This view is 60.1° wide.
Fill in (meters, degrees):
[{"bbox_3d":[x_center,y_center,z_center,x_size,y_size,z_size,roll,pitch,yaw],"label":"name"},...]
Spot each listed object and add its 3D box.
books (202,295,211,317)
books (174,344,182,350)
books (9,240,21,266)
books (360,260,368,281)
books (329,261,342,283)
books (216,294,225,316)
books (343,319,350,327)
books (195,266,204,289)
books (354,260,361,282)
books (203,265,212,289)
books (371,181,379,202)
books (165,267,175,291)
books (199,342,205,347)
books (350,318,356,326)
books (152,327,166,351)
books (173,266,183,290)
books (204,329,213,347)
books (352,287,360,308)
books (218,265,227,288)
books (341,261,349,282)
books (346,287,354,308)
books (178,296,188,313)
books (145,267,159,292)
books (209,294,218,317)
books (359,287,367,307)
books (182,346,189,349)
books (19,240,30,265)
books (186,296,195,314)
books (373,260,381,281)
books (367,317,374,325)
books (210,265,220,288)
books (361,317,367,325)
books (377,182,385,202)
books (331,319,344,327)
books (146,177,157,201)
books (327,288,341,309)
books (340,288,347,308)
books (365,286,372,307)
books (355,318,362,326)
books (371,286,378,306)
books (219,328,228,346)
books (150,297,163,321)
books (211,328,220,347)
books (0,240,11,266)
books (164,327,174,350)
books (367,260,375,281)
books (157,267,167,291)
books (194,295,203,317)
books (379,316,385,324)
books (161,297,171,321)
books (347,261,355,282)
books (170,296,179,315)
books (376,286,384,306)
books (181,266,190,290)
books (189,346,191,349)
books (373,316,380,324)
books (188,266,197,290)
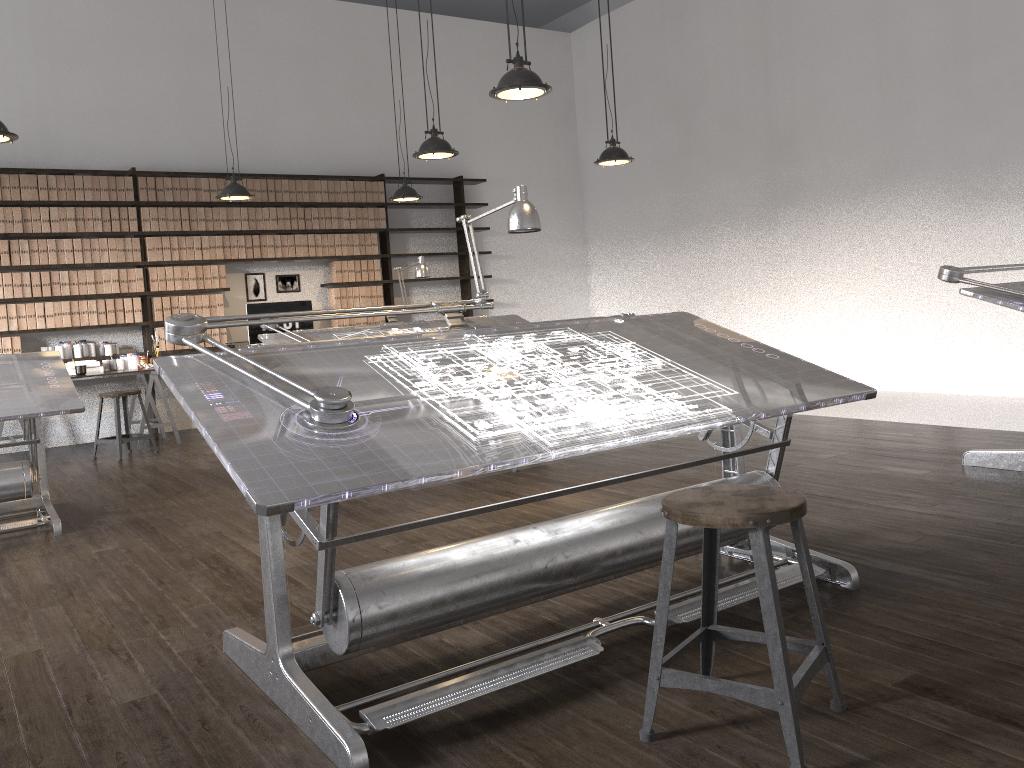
[{"bbox_3d":[-2.927,-0.732,8.419,0.067,0.225,0.174,-6,4,-33],"label":"books"},{"bbox_3d":[-3.142,-0.426,8.273,0.067,0.225,0.174,-6,4,-33],"label":"books"},{"bbox_3d":[-4.244,-1.109,7.554,0.067,0.225,0.174,-6,4,-33],"label":"books"},{"bbox_3d":[-1.585,-1.184,9.318,0.067,0.225,0.174,-6,4,-33],"label":"books"},{"bbox_3d":[-1.826,-1.153,9.163,0.067,0.225,0.174,-6,4,-33],"label":"books"},{"bbox_3d":[-2.821,-0.746,8.494,0.067,0.225,0.174,-6,4,-33],"label":"books"},{"bbox_3d":[-1.746,-0.608,9.204,0.067,0.225,0.174,-6,4,-33],"label":"books"},{"bbox_3d":[-2.980,-1.002,8.394,0.067,0.225,0.174,-6,4,-33],"label":"books"},{"bbox_3d":[-1.650,-1.176,9.281,0.067,0.225,0.174,-6,4,-33],"label":"books"},{"bbox_3d":[-2.922,-1.010,8.433,0.067,0.225,0.174,-6,4,-33],"label":"books"},{"bbox_3d":[-1.486,-2.024,9.400,0.067,0.225,0.174,-6,4,-33],"label":"books"},{"bbox_3d":[-3.201,-0.973,8.241,0.067,0.225,0.174,-6,4,-33],"label":"books"},{"bbox_3d":[-2.974,-0.448,8.386,0.067,0.225,0.174,-6,4,-33],"label":"books"},{"bbox_3d":[-1.693,-0.615,9.245,0.067,0.225,0.174,-6,4,-33],"label":"books"},{"bbox_3d":[-3.264,-0.410,8.196,0.067,0.225,0.174,-6,4,-33],"label":"books"},{"bbox_3d":[-3.142,-0.980,8.282,0.067,0.225,0.174,-6,4,-33],"label":"books"},{"bbox_3d":[-2.915,-0.456,8.432,0.067,0.225,0.174,-6,4,-33],"label":"books"},{"bbox_3d":[-1.662,-0.898,9.266,0.067,0.225,0.174,-6,4,-33],"label":"books"},{"bbox_3d":[-2.804,-1.025,8.512,0.067,0.225,0.174,-6,4,-33],"label":"books"},{"bbox_3d":[-1.767,-1.160,9.203,0.067,0.225,0.174,-6,4,-33],"label":"books"},{"bbox_3d":[-1.722,-0.890,9.231,0.067,0.225,0.174,-6,4,-33],"label":"books"},{"bbox_3d":[-3.101,-0.709,8.305,0.067,0.225,0.174,-6,4,-33],"label":"books"},{"bbox_3d":[-3.321,-0.958,8.168,0.067,0.225,0.174,-6,4,-33],"label":"books"},{"bbox_3d":[-2.874,-0.740,8.460,0.067,0.225,0.174,-6,4,-33],"label":"books"},{"bbox_3d":[-1.600,-0.905,9.304,0.067,0.225,0.174,-6,4,-33],"label":"books"},{"bbox_3d":[-3.092,-0.433,8.311,0.067,0.225,0.174,-6,4,-33],"label":"books"},{"bbox_3d":[-4.183,-1.117,7.590,0.067,0.225,0.174,-6,4,-33],"label":"books"},{"bbox_3d":[-3.045,-0.717,8.348,0.067,0.225,0.174,-6,4,-33],"label":"books"},{"bbox_3d":[-1.462,-1.200,9.404,0.067,0.225,0.174,-6,4,-33],"label":"books"},{"bbox_3d":[-1.528,-0.637,9.355,0.067,0.225,0.174,-6,4,-33],"label":"books"},{"bbox_3d":[-2.861,-1.017,8.469,0.067,0.225,0.174,-6,4,-33],"label":"books"},{"bbox_3d":[-1.584,-0.629,9.313,0.067,0.225,0.174,-6,4,-33],"label":"books"},{"bbox_3d":[-1.426,-2.031,9.435,0.067,0.225,0.174,-6,4,-33],"label":"books"},{"bbox_3d":[-1.805,-0.601,9.172,0.067,0.225,0.174,-6,4,-33],"label":"books"},{"bbox_3d":[-3.336,-1.782,8.159,0.067,0.225,0.174,-6,4,-33],"label":"books"},{"bbox_3d":[-1.835,-0.875,9.149,0.067,0.225,0.174,-6,4,-33],"label":"books"},{"bbox_3d":[-1.779,-0.883,9.191,0.067,0.225,0.174,-6,4,-33],"label":"books"},{"bbox_3d":[-1.545,-0.912,9.340,0.067,0.225,0.174,-6,4,-33],"label":"books"},{"bbox_3d":[-1.640,-0.622,9.278,0.067,0.225,0.174,-6,4,-33],"label":"books"},{"bbox_3d":[-1.495,-0.920,9.379,0.067,0.225,0.174,-6,4,-33],"label":"books"},{"bbox_3d":[-2.797,-0.471,8.510,0.067,0.225,0.174,-6,4,-33],"label":"books"},{"bbox_3d":[-3.287,-0.686,8.187,0.067,0.225,0.174,-6,4,-33],"label":"books"},{"bbox_3d":[-2.854,-0.463,8.467,0.067,0.225,0.174,-6,4,-33],"label":"books"},{"bbox_3d":[-4.303,-1.101,7.508,0.067,0.225,0.174,-6,4,-33],"label":"books"},{"bbox_3d":[-3.202,-0.418,8.233,0.067,0.225,0.174,-6,4,-33],"label":"books"},{"bbox_3d":[-1.526,-1.192,9.364,0.067,0.225,0.174,-6,4,-33],"label":"books"},{"bbox_3d":[-3.262,-0.965,8.205,0.067,0.225,0.174,-6,4,-33],"label":"books"},{"bbox_3d":[-2.986,-0.725,8.387,0.067,0.225,0.174,-6,4,-33],"label":"books"},{"bbox_3d":[-1.413,-0.651,9.426,0.067,0.225,0.174,-6,4,-33],"label":"books"},{"bbox_3d":[-3.222,-0.694,8.224,0.067,0.225,0.174,-6,4,-33],"label":"books"},{"bbox_3d":[-1.706,-1.168,9.238,0.067,0.225,0.174,-6,4,-33],"label":"books"},{"bbox_3d":[-3.163,-0.702,8.270,0.067,0.225,0.174,-6,4,-33],"label":"books"},{"bbox_3d":[-1.438,-0.927,9.418,0.067,0.225,0.174,-6,4,-33],"label":"books"},{"bbox_3d":[-3.091,-0.987,8.319,0.067,0.225,0.174,-6,4,-33],"label":"books"},{"bbox_3d":[-3.039,-0.440,8.350,0.067,0.225,0.174,-6,4,-33],"label":"books"},{"bbox_3d":[-1.471,-0.645,9.396,0.067,0.225,0.174,-6,4,-33],"label":"books"},{"bbox_3d":[-3.033,-0.994,8.352,0.067,0.225,0.174,-6,4,-33],"label":"books"}]
